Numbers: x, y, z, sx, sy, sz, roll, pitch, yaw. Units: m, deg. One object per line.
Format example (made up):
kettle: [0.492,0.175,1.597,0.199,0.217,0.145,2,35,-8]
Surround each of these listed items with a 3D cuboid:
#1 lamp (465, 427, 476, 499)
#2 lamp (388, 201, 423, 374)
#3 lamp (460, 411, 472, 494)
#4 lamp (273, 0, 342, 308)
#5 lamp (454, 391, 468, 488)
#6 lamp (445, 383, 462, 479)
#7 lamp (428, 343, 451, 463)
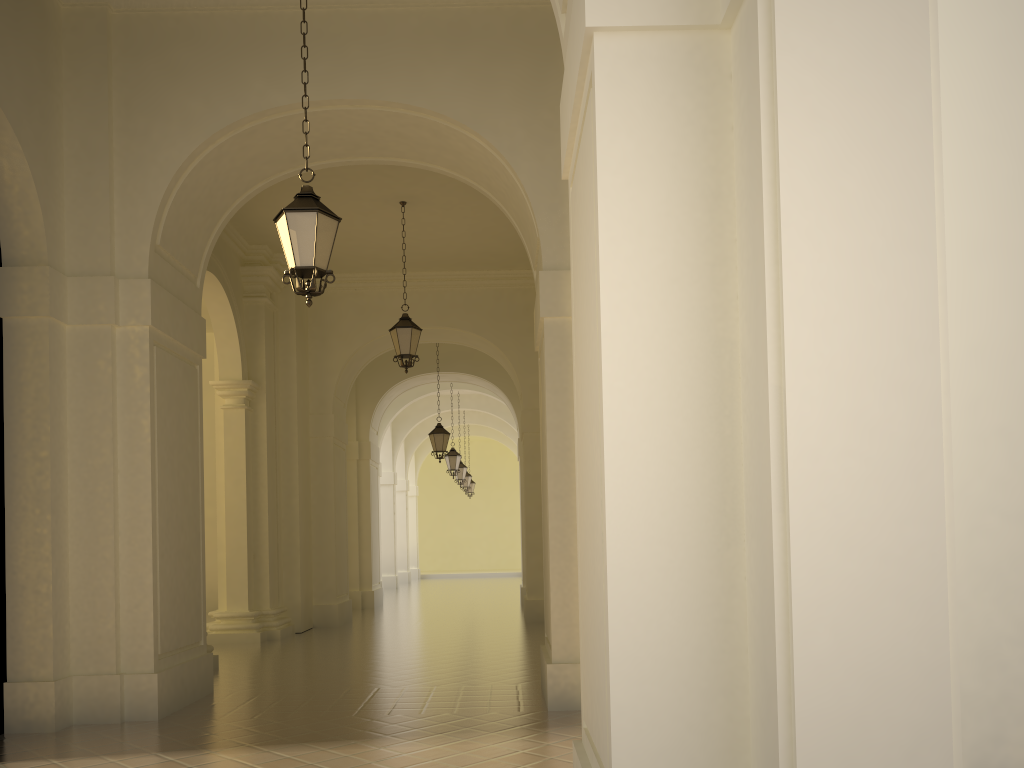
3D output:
lamp: [-1.761,3.080,35.990,0.510,3.296,0.444,-1,-1,-1]
lamp: [-1.589,-1.426,12.970,0.443,2.555,0.511,-2,-2,29]
lamp: [-1.731,2.399,32.187,0.510,3.296,0.444,-1,-1,-1]
lamp: [-1.530,-2.207,6.473,0.442,3.296,0.512,-1,-2,-31]
lamp: [-1.701,1.713,28.361,0.510,3.296,0.444,-1,-1,-1]
lamp: [-1.670,1.016,24.465,0.510,3.296,0.444,-1,-1,-1]
lamp: [-1.631,0.111,19.415,0.442,3.296,0.512,-1,-2,-31]
